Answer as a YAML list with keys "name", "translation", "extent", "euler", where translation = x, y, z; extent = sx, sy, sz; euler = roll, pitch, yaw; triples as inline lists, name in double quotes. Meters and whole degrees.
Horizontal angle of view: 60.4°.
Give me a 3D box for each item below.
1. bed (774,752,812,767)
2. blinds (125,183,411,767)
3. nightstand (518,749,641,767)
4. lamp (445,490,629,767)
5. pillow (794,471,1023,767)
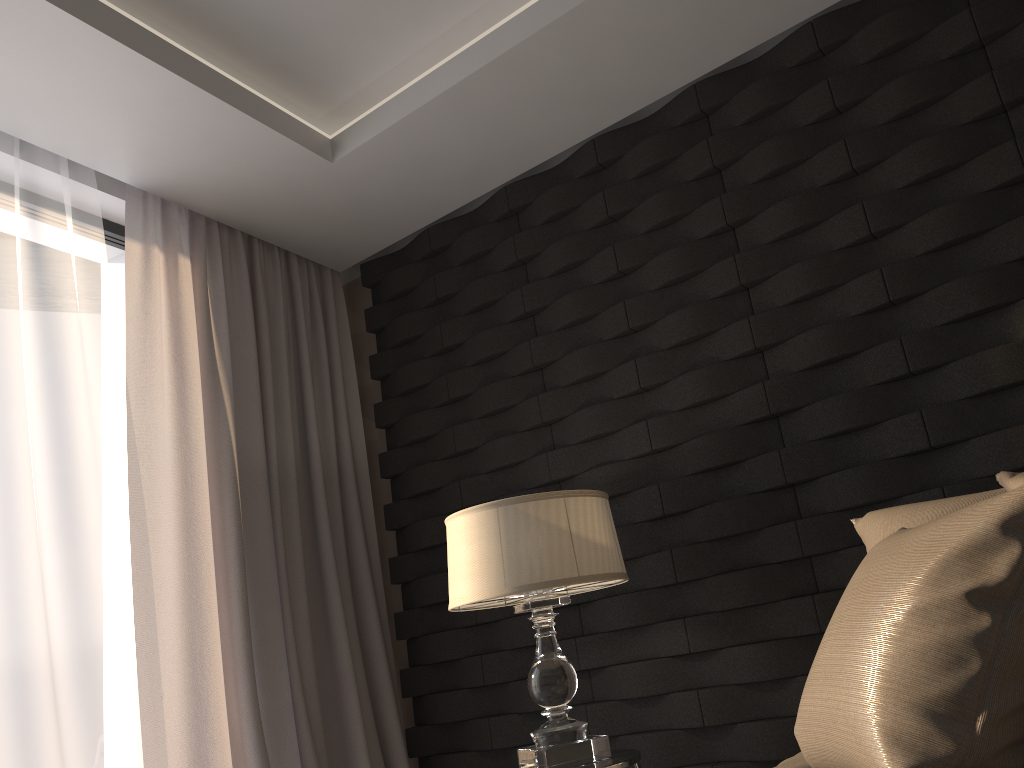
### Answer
- name: "bed"
  translation: [0.797, 0.694, 0.771]
  extent: [2.180, 0.623, 2.412]
  euler: [-22, -20, 34]
- name: "blinds"
  translation: [-0.714, 0.542, 2.868]
  extent: [0.326, 2.635, 1.045]
  euler: [-17, -18, 27]
- name: "nightstand"
  translation: [0.177, 1.209, 2.050]
  extent: [0.580, 0.602, 0.522]
  euler: [5, -22, -40]
- name: "lamp"
  translation: [0.084, 0.628, 2.233]
  extent: [0.484, 0.629, 0.449]
  euler: [-2, -18, -21]
- name: "pillow"
  translation: [0.948, 0.230, 1.266]
  extent: [1.196, 0.517, 0.947]
  euler: [-22, -21, 35]
